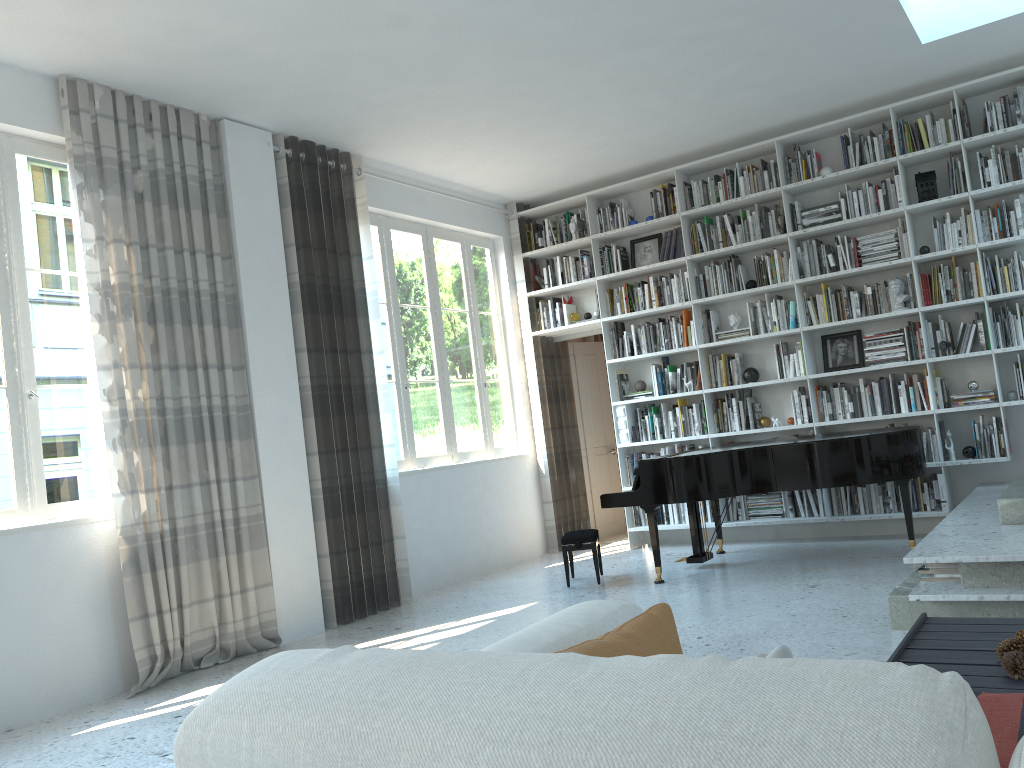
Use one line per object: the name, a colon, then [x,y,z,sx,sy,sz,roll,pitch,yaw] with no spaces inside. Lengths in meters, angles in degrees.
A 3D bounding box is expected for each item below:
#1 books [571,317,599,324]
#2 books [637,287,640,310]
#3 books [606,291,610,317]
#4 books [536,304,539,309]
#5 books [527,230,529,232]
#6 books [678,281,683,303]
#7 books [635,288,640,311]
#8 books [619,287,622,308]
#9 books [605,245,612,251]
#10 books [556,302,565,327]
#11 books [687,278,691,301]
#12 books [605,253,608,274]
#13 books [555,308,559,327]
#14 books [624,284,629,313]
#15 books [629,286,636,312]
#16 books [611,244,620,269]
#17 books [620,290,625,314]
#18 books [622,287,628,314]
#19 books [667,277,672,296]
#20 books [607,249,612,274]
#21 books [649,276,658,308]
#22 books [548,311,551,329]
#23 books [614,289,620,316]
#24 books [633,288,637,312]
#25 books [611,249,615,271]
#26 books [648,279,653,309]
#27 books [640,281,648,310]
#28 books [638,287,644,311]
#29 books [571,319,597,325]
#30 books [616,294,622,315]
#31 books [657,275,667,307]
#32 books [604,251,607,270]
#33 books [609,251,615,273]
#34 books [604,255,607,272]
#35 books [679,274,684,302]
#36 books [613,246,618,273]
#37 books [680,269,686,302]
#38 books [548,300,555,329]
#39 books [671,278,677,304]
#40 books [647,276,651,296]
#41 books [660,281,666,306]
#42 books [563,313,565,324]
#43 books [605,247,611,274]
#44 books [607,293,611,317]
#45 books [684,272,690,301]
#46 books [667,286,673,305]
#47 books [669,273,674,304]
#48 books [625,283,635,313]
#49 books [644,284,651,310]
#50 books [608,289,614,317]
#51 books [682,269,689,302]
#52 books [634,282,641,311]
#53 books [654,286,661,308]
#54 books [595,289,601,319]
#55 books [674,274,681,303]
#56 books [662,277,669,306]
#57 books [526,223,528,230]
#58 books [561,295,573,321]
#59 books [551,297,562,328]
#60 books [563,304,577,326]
books: [0.692,-0.568,8.023,0.285,0.012,0.159,-9,-5,35]
books: [1.139,-0.727,7.719,0.011,0.229,0.170,-9,-4,33]
books: [0.891,-0.698,7.894,0.012,0.254,0.161,-9,-4,33]
books: [0.269,-0.608,8.274,0.011,0.272,0.188,-9,-4,33]
books: [0.196,-1.320,8.339,0.011,0.241,0.151,-9,-4,33]
books: [1.456,-0.767,7.511,0.013,0.206,0.172,-9,-4,33]
books: [1.125,-0.719,7.720,0.014,0.218,0.164,-9,-4,33]
books: [0.996,-0.720,7.814,0.010,0.262,0.151,-9,-4,33]
books: [0.877,-1.084,7.887,0.006,0.289,0.144,-9,-4,33]
books: [0.474,-0.624,8.131,0.021,0.236,0.188,-9,-4,33]
books: [1.535,-0.781,7.416,0.039,0.202,0.236,-9,-4,33]
books: [0.879,-1.049,7.856,0.004,0.214,0.186,-9,-4,33]
books: [0.460,-0.598,8.163,0.024,0.193,0.181,-9,-4,33]
books: [1.042,-0.737,7.780,0.020,0.280,0.164,-9,-4,33]
books: [1.084,-0.728,7.760,0.047,0.249,0.134,-9,-4,33]
books: [0.940,-1.091,7.832,0.005,0.281,0.190,-9,-4,33]
books: [1.012,-0.707,7.798,0.030,0.229,0.172,-9,-4,33]
books: [1.028,-0.721,7.785,0.014,0.252,0.187,-9,-4,33]
books: [1.385,-0.782,7.569,0.035,0.260,0.131,-9,-4,33]
books: [0.897,-1.068,7.845,0.004,0.246,0.189,-9,-4,33]
books: [1.249,-0.775,7.623,0.030,0.285,0.185,-9,-4,33]
books: [0.394,-0.581,8.236,0.029,0.185,0.134,-9,-4,33]
books: [0.949,-0.710,7.854,0.062,0.258,0.153,-9,-4,33]
books: [1.112,-0.722,7.748,0.012,0.230,0.149,-9,-4,33]
books: [0.934,-1.071,7.839,0.019,0.243,0.153,-9,-4,33]
books: [1.231,-0.764,7.642,0.023,0.271,0.187,-9,-4,33]
books: [1.171,-0.754,7.695,0.014,0.272,0.180,-9,-4,33]
books: [1.154,-0.724,7.701,0.031,0.217,0.173,-9,-4,33]
books: [0.692,-0.556,8.021,0.285,0.012,0.159,-9,-4,30]
books: [0.976,-0.684,7.808,0.026,0.195,0.175,-9,-4,33]
books: [1.309,-0.783,7.611,0.025,0.286,0.161,-9,-4,33]
books: [0.878,-1.055,7.868,0.009,0.228,0.184,-9,-4,33]
books: [0.920,-1.057,7.836,0.018,0.218,0.186,-9,-4,33]
books: [0.870,-1.058,7.890,0.005,0.238,0.154,-9,-4,33]
books: [1.473,-0.799,7.509,0.024,0.266,0.155,-9,-4,33]
books: [0.948,-1.082,7.816,0.023,0.258,0.183,-9,-4,33]
books: [1.470,-0.813,7.476,0.012,0.290,0.182,-9,-4,33]
books: [0.400,-0.632,8.211,0.022,0.281,0.156,-9,-4,33]
books: [1.411,-0.773,7.525,0.031,0.230,0.172,-9,-4,33]
books: [1.224,-0.778,7.668,0.014,0.303,0.151,-9,-4,33]
books: [1.322,-0.759,7.590,0.013,0.232,0.171,-9,-4,33]
books: [0.520,-0.605,8.150,0.029,0.191,0.134,-9,-4,33]
books: [0.889,-1.073,7.865,0.009,0.260,0.184,-9,-4,33]
books: [0.902,-0.690,7.877,0.022,0.232,0.151,-9,-4,33]
books: [1.515,-0.806,7.458,0.035,0.263,0.177,-9,-4,33]
books: [1.369,-0.742,7.575,0.022,0.186,0.136,-9,-4,33]
books: [1.393,-0.795,7.542,0.012,0.280,0.188,-9,-4,33]
books: [1.049,-0.737,7.763,0.011,0.277,0.164,-9,-4,33]
books: [1.201,-0.741,7.681,0.047,0.238,0.162,-9,-4,33]
books: [0.909,-0.707,7.861,0.012,0.263,0.180,-9,-4,33]
books: [1.491,-0.815,7.477,0.022,0.289,0.169,-9,-4,33]
books: [1.118,-0.747,7.739,0.012,0.277,0.150,-9,-4,33]
books: [1.277,-0.734,7.601,0.029,0.195,0.192,-9,-4,33]
books: [0.804,-0.700,7.937,0.012,0.285,0.159,-9,-4,33]
books: [1.431,-0.792,7.511,0.022,0.263,0.174,-9,-4,33]
books: [1.345,-0.776,7.592,0.029,0.260,0.157,-9,-4,33]
books: [0.175,-1.350,8.336,0.012,0.307,0.180,-9,-4,33]
books: [0.520,-0.661,8.125,0.013,0.298,0.179,-9,-4,33]
books: [0.431,-0.647,8.164,0.013,0.297,0.187,-9,-4,33]
books: [0.535,-0.620,8.100,0.029,0.211,0.187,-9,-4,33]
